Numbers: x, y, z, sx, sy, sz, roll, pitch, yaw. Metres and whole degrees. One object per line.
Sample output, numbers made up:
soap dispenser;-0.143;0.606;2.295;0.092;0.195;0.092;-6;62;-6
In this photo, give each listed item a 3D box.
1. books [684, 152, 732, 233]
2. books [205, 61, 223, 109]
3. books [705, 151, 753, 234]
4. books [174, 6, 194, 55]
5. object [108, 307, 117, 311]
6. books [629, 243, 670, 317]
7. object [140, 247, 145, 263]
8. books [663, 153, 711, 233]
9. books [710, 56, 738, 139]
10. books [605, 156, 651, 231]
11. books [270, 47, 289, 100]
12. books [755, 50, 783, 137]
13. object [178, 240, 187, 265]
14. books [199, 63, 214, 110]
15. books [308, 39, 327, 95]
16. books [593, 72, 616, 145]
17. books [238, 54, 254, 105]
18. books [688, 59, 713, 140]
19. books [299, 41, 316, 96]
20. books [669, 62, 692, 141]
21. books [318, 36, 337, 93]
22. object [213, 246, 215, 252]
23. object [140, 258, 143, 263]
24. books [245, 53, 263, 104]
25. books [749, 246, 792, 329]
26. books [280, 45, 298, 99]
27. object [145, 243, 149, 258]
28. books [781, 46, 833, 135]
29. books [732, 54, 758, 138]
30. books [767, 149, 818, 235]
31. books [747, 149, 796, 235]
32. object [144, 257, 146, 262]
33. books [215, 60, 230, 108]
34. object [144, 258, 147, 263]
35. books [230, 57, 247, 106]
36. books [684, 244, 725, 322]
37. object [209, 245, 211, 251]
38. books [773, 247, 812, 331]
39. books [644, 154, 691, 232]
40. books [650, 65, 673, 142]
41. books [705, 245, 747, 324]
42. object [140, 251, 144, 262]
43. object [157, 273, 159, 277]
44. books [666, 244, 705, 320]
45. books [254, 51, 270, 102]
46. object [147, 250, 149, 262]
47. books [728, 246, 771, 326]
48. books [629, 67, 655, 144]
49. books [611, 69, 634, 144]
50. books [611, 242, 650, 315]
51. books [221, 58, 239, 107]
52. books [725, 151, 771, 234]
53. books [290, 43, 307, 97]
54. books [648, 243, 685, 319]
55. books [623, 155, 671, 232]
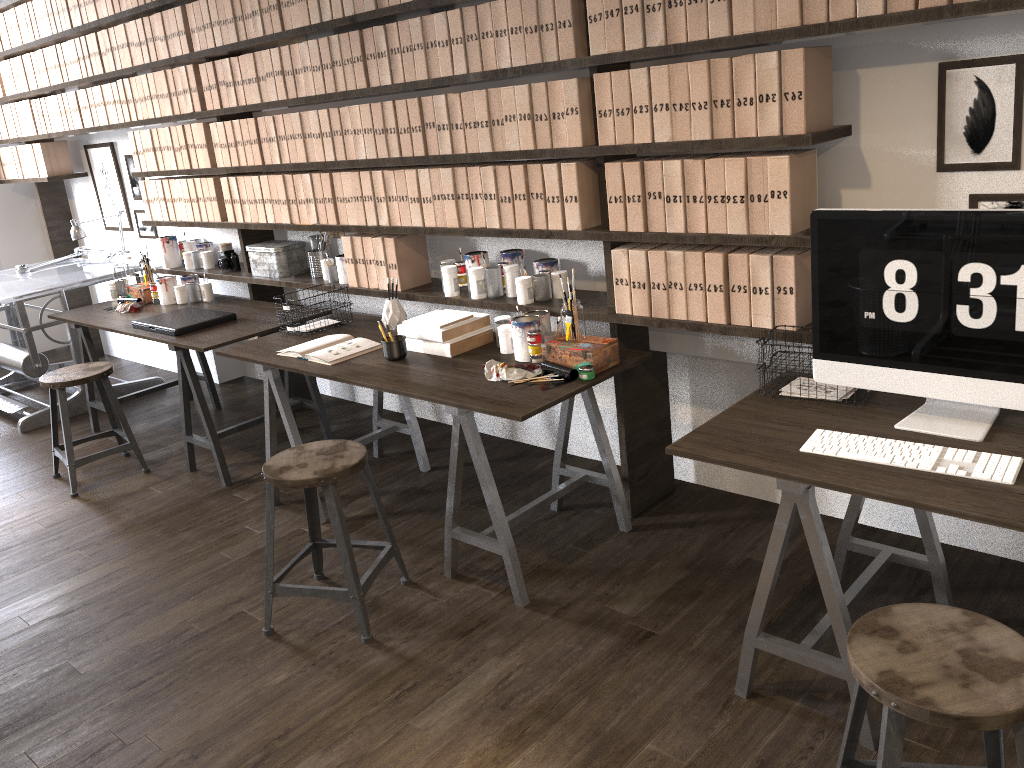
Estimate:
books;0.602;-0.579;2.691;0.067;0.223;0.176;8;21;42
books;-1.366;-1.443;4.279;0.067;0.223;0.176;8;21;42
books;0.654;-0.570;2.644;0.067;0.223;0.176;8;21;42
books;-1.535;-1.729;4.335;0.067;0.223;0.176;8;21;42
object;-2.101;-0.409;4.723;0.006;0.006;0.159;1;19;22
books;0.467;-0.344;2.904;0.067;0.223;0.176;8;21;42
object;-1.992;-0.642;4.813;0.007;0.211;0.055;-9;16;-10
books;0.547;-0.587;2.736;0.067;0.223;0.176;8;21;42
books;0.647;-0.826;2.552;0.067;0.223;0.176;8;21;42
books;0.388;-0.618;2.886;0.067;0.222;0.176;8;21;42
books;-0.955;-1.368;3.906;0.067;0.223;0.176;8;21;42
books;0.749;-0.805;2.454;0.067;0.223;0.176;8;21;42
object;-1.882;-0.755;5.095;0.050;0.138;0.051;7;20;40
books;-1.417;-1.454;4.332;0.067;0.222;0.176;8;21;42
books;-0.748;-1.330;3.716;0.067;0.223;0.176;8;21;42
books;0.346;-0.881;2.827;0.067;0.223;0.176;8;21;42
books;-1.150;-1.406;4.089;0.067;0.223;0.176;8;21;42
books;0.594;-0.833;2.593;0.067;0.223;0.176;8;21;42
books;-0.799;-1.340;3.767;0.067;0.223;0.176;8;21;42
books;0.548;-0.844;2.641;0.067;0.222;0.176;8;21;42
books;-0.695;-1.320;3.667;0.067;0.223;0.176;8;21;42
object;-1.659;-0.718;4.941;0.004;0.101;0.035;-14;17;-25
object;-1.997;-0.620;4.827;0.005;0.151;0.037;6;20;38
books;-1.105;-1.395;4.040;0.067;0.223;0.176;8;21;42
books;0.778;-0.288;2.623;0.067;0.223;0.176;8;21;42
books;-0.901;-1.360;3.861;0.067;0.223;0.176;8;21;42
object;-1.981;-0.657;4.830;0.021;0.225;0.007;-17;18;-33
books;0.804;-0.797;2.410;0.067;0.223;0.176;8;21;42
books;0.700;-0.816;2.504;0.067;0.223;0.176;8;21;42
books;0.797;-0.542;2.510;0.067;0.222;0.176;8;21;42
books;0.752;-0.551;2.553;0.067;0.222;0.176;8;21;42
object;-1.991;-0.621;4.846;0.033;0.146;0.005;9;21;43
books;-1.307;-1.434;4.232;0.067;0.223;0.176;8;21;42
object;-1.977;-0.619;4.830;0.005;0.150;0.045;-3;16;13
books;-1.203;-1.415;4.137;0.067;0.223;0.176;8;21;42
books;0.619;-0.319;2.774;0.067;0.222;0.176;8;21;42
object;-1.678;-0.722;4.932;0.005;0.116;0.036;-13;17;-24
books;0.833;-0.280;2.579;0.067;0.223;0.176;8;21;42
books;0.497;-0.598;2.786;0.067;0.223;0.176;8;21;42
books;0.500;-0.851;2.682;0.067;0.222;0.176;8;21;42
books;0.670;-0.308;2.721;0.067;0.223;0.176;8;21;42
object;-1.995;-0.636;4.834;0.071;0.184;0.008;9;21;43
object;-1.906;-0.530;4.814;0.033;0.146;0.005;9;21;43
books;0.570;-0.327;2.816;0.067;0.222;0.176;8;21;42
books;-1.052;-1.387;3.999;0.067;0.222;0.176;8;21;42
object;-1.979;-0.640;4.822;0.055;0.190;0.006;8;21;41
books;0.729;-0.299;2.674;0.067;0.223;0.176;8;21;42
books;0.446;-0.861;2.729;0.067;0.223;0.176;8;21;42
books;0.397;-0.871;2.779;0.067;0.223;0.176;8;21;42
books;0.416;-0.355;2.955;0.067;0.223;0.176;8;21;42
books;-1.258;-1.423;4.181;0.067;0.223;0.176;8;21;42
books;0.700;-0.559;2.594;0.067;0.223;0.176;8;21;42
books;-0.848;-1.351;3.816;0.067;0.223;0.176;8;21;42
books;0.520;-0.334;2.855;0.067;0.223;0.176;8;21;42
books;0.438;-0.607;2.833;0.067;0.223;0.176;8;21;42
